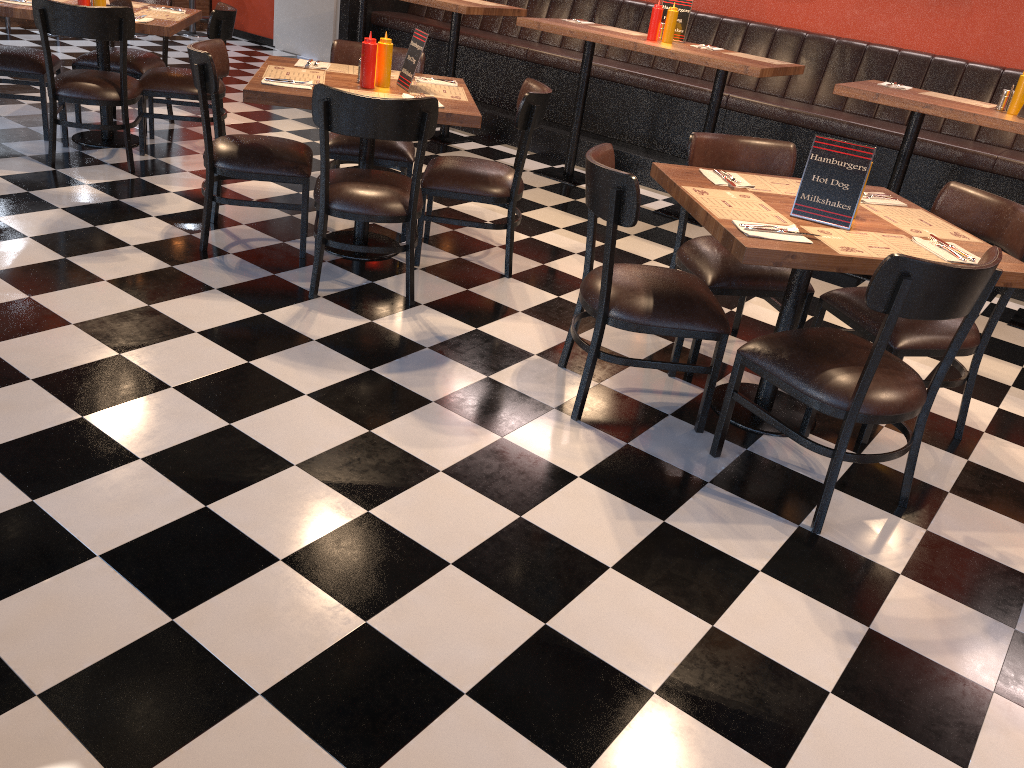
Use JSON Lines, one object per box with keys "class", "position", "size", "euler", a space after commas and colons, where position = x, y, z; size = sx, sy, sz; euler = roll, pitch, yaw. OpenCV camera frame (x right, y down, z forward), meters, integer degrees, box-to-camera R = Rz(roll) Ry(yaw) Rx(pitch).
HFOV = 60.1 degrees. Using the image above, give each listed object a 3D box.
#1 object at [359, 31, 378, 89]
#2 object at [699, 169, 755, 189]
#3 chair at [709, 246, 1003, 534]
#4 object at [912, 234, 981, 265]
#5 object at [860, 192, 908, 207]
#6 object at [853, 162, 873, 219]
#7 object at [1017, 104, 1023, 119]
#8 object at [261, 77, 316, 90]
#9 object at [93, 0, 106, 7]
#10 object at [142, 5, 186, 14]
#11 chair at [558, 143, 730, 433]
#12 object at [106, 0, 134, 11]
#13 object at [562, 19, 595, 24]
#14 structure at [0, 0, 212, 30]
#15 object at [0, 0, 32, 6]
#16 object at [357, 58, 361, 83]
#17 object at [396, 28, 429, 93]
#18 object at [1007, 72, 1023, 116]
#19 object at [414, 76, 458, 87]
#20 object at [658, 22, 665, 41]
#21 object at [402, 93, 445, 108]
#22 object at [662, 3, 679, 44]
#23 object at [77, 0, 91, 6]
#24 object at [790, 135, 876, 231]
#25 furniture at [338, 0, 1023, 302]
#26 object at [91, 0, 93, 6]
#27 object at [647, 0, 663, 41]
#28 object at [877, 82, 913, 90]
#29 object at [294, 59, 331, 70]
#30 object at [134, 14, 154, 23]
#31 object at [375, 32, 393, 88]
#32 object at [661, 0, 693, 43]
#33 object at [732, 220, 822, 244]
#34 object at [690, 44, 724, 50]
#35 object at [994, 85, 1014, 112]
{"class": "object", "position": [-0.627, -1.421, 3.883], "size": [0.068, 0.234, 0.068], "euler": [28, 31, 35]}
{"class": "object", "position": [0.785, -0.743, 3.208], "size": [0.157, 0.018, 0.259], "euler": [4, 27, -9]}
{"class": "chair", "position": [1.040, -0.057, 2.695], "size": [0.487, 0.853, 0.552], "euler": [-7, 30, -30]}
{"class": "object", "position": [1.346, -0.422, 2.742], "size": [0.157, 0.018, 0.259], "euler": [3, 27, -10]}
{"class": "object", "position": [1.312, -0.692, 3.267], "size": [0.255, 0.018, 0.160], "euler": [0, 28, -16]}
{"class": "object", "position": [1.135, -0.669, 2.926], "size": [0.068, 0.234, 0.068], "euler": [28, 31, 35]}
{"class": "object", "position": [2.634, -1.428, 4.359], "size": [0.188, 0.253, 0.073], "euler": [2, 26, -14]}
{"class": "object", "position": [-0.927, -1.276, 3.749], "size": [0.255, 0.018, 0.160], "euler": [3, 27, -11]}
{"class": "object", "position": [-2.306, -2.212, 4.943], "size": [0.068, 0.234, 0.069], "euler": [-12, 32, -37]}
{"class": "object", "position": [-2.107, -2.268, 5.354], "size": [0.255, 0.018, 0.160], "euler": [1, 28, -15]}
{"class": "chair", "position": [0.453, -0.339, 3.078], "size": [0.544, 0.853, 0.495], "euler": [6, 26, -7]}
{"class": "object", "position": [-2.282, -2.301, 5.104], "size": [0.189, 0.253, 0.073], "euler": [20, 27, 21]}
{"class": "object", "position": [0.440, -2.468, 6.018], "size": [0.158, 0.018, 0.257], "euler": [23, 30, 27]}
{"class": "structure", "position": [-5.519, -3.469, 7.480], "size": [0.217, 1.022, 7.105], "euler": [24, 30, 30]}
{"class": "object", "position": [-2.642, -2.075, 4.813], "size": [0.255, 0.018, 0.160], "euler": [5, 27, -7]}
{"class": "object", "position": [-0.672, -1.431, 4.003], "size": [0.046, 0.134, 0.095], "euler": [6, 26, -6]}
{"class": "object", "position": [-0.450, -1.462, 3.997], "size": [0.072, 0.253, 0.191], "euler": [-3, 28, -24]}
{"class": "object", "position": [2.554, -1.467, 4.432], "size": [0.068, 0.234, 0.068], "euler": [19, 27, 20]}
{"class": "object", "position": [-0.390, -1.482, 4.317], "size": [0.255, 0.018, 0.160], "euler": [4, 27, -9]}
{"class": "object", "position": [0.918, -2.236, 5.576], "size": [0.094, 0.134, 0.047], "euler": [19, 27, 21]}
{"class": "object", "position": [-0.386, -1.225, 3.809], "size": [0.157, 0.018, 0.259], "euler": [0, 28, -17]}
{"class": "object", "position": [0.979, -2.228, 5.463], "size": [0.068, 0.234, 0.068], "euler": [-16, 35, -42]}
{"class": "object", "position": [-2.398, -2.230, 4.950], "size": [0.068, 0.234, 0.069], "euler": [3, 26, -12]}
{"class": "object", "position": [1.013, -0.636, 2.804], "size": [0.189, 0.253, 0.073], "euler": [20, 27, 21]}
{"class": "furniture", "position": [2.287, -1.609, 5.827], "size": [8.827, 1.130, 1.114], "euler": [25, 30, 30]}
{"class": "object", "position": [-2.367, -2.220, 5.055], "size": [0.094, 0.134, 0.047], "euler": [19, 27, 21]}
{"class": "object", "position": [0.888, -2.245, 5.471], "size": [0.068, 0.234, 0.069], "euler": [-8, 30, -32]}
{"class": "object", "position": [2.137, -1.668, 4.946], "size": [0.158, 0.018, 0.257], "euler": [23, 30, 27]}
{"class": "object", "position": [-0.957, -1.536, 4.253], "size": [0.157, 0.018, 0.259], "euler": [5, 27, -8]}
{"class": "object", "position": [-2.059, -2.011, 4.862], "size": [0.157, 0.018, 0.259], "euler": [4, 27, -9]}
{"class": "object", "position": [-0.570, -1.448, 3.953], "size": [0.068, 0.234, 0.068], "euler": [28, 31, 35]}
{"class": "object", "position": [1.031, -2.323, 5.646], "size": [0.188, 0.253, 0.073], "euler": [14, 26, 12]}
{"class": "object", "position": [0.799, -0.460, 2.654], "size": [0.255, 0.018, 0.160], "euler": [5, 27, -8]}
{"class": "object", "position": [1.216, -2.112, 5.547], "size": [0.158, 0.018, 0.257], "euler": [23, 30, 27]}
{"class": "object", "position": [2.545, -1.464, 4.539], "size": [0.093, 0.134, 0.047], "euler": [8, 25, -1]}
